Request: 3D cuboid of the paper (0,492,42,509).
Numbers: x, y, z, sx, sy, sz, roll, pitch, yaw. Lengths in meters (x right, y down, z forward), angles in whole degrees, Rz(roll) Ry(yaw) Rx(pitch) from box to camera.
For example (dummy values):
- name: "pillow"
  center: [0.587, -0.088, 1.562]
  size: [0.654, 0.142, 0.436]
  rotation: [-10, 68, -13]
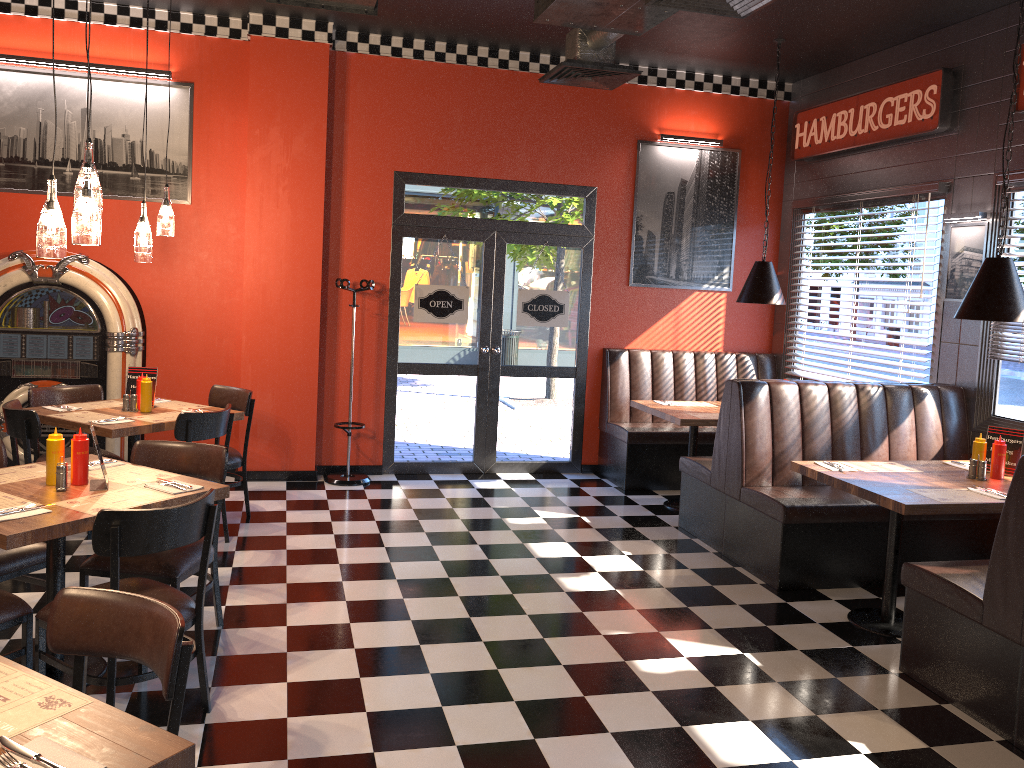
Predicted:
- name: "paper"
  center: [-2.003, 0.449, 3.346]
  size: [0.366, 0.001, 0.261]
  rotation: [7, 8, 32]

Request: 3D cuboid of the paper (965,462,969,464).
- name: "paper"
  center: [2.857, 0.481, 5.152]
  size: [0.365, 0.001, 0.262]
  rotation: [1, 7, -17]

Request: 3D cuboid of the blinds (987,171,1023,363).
- name: "blinds"
  center: [3.381, -0.640, 4.875]
  size: [0.100, 1.201, 1.877]
  rotation: [2, 6, -15]

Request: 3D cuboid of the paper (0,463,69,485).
- name: "paper"
  center: [-2.143, 0.388, 3.801]
  size: [0.261, 0.001, 0.366]
  rotation: [7, 8, 29]

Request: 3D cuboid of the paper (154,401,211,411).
- name: "paper"
  center: [-2.211, 0.143, 5.860]
  size: [0.366, 0.001, 0.261]
  rotation: [7, 8, 30]

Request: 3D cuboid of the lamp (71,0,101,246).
- name: "lamp"
  center: [-1.641, -1.526, 3.445]
  size: [0.108, 1.959, 0.109]
  rotation: [0, 5, -33]

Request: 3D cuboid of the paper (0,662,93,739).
- name: "paper"
  center: [-1.113, 0.668, 1.859]
  size: [0.366, 0.001, 0.261]
  rotation: [7, 8, 29]

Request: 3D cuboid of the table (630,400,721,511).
- name: "table"
  center: [1.898, 0.593, 7.098]
  size: [1.691, 0.771, 0.960]
  rotation: [1, 6, -15]

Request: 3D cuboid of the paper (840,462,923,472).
- name: "paper"
  center: [2.063, 0.464, 4.961]
  size: [0.365, 0.001, 0.262]
  rotation: [1, 7, -13]

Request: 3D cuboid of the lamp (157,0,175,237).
- name: "lamp"
  center: [-2.120, -1.902, 5.480]
  size: [0.108, 1.959, 0.109]
  rotation: [4, 4, 17]

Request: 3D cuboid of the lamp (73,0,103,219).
- name: "lamp"
  center: [-1.688, -1.654, 3.556]
  size: [0.108, 1.959, 0.108]
  rotation: [5, 5, 32]

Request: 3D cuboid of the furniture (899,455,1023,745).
- name: "furniture"
  center: [2.714, 0.811, 3.968]
  size: [1.708, 1.150, 0.709]
  rotation: [1, 5, -15]

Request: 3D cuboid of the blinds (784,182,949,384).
- name: "blinds"
  center: [2.777, -0.728, 7.202]
  size: [0.099, 1.629, 1.877]
  rotation: [2, 6, -15]

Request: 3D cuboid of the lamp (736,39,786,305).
- name: "lamp"
  center: [2.018, -1.650, 6.932]
  size: [0.383, 2.037, 0.382]
  rotation: [6, 5, 34]

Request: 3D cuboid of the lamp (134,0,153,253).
- name: "lamp"
  center: [-2.245, -1.790, 5.435]
  size: [0.108, 1.959, 0.108]
  rotation: [5, 5, 27]

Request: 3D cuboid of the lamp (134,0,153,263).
- name: "lamp"
  center: [-2.292, -1.747, 5.554]
  size: [0.108, 1.959, 0.109]
  rotation: [0, 5, -33]

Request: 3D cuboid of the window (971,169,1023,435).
- name: "window"
  center: [3.439, -0.407, 4.926]
  size: [0.127, 1.708, 2.036]
  rotation: [2, 6, -15]

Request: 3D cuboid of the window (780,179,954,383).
- name: "window"
  center: [2.847, -0.708, 7.232]
  size: [0.127, 1.708, 2.036]
  rotation: [2, 6, -15]

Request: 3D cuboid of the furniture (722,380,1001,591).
- name: "furniture"
  center: [2.297, 0.599, 5.593]
  size: [1.708, 1.150, 0.709]
  rotation: [1, 5, -15]

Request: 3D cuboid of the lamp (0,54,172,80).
- name: "lamp"
  center: [-3.342, -2.407, 6.696]
  size: [1.444, 0.056, 0.081]
  rotation: [1, 6, -15]

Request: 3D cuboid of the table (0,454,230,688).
- name: "table"
  center: [-1.883, 0.807, 3.652]
  size: [0.962, 0.771, 0.958]
  rotation: [6, 7, 30]

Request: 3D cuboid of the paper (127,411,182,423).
- name: "paper"
  center: [-2.113, 0.201, 5.406]
  size: [0.261, 0.001, 0.366]
  rotation: [7, 8, 29]

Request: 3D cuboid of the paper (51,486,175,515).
- name: "paper"
  center: [-1.559, 0.456, 3.478]
  size: [0.261, 0.001, 0.366]
  rotation: [7, 8, 29]

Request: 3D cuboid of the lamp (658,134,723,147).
- name: "lamp"
  center: [1.608, -2.194, 7.988]
  size: [0.610, 0.056, 0.081]
  rotation: [1, 6, -15]

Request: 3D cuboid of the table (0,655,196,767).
- name: "table"
  center: [-1.297, 1.078, 1.599]
  size: [0.962, 0.771, 0.958]
  rotation: [6, 7, 30]

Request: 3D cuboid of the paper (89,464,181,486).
- name: "paper"
  center: [-1.689, 0.399, 3.904]
  size: [0.366, 0.001, 0.261]
  rotation: [7, 8, 29]

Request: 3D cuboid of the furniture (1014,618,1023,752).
- name: "furniture"
  center: [2.889, 0.900, 3.287]
  size: [1.708, 1.150, 0.709]
  rotation: [1, 5, -15]

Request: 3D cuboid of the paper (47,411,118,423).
- name: "paper"
  center: [-2.542, 0.195, 5.279]
  size: [0.366, 0.001, 0.261]
  rotation: [7, 8, 30]

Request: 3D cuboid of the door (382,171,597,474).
- name: "door"
  center: [-0.178, -0.486, 7.710]
  size: [1.799, 2.564, 0.129]
  rotation: [2, 4, -15]

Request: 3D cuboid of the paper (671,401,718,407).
- name: "paper"
  center: [1.464, 0.163, 7.266]
  size: [0.365, 0.001, 0.262]
  rotation: [1, 7, -14]

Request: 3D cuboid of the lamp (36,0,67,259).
- name: "lamp"
  center: [-1.759, -1.468, 3.405]
  size: [0.108, 1.959, 0.109]
  rotation: [3, 4, -3]

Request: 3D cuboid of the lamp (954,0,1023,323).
- name: "lamp"
  center: [2.608, -1.350, 4.631]
  size: [0.382, 2.037, 0.383]
  rotation: [0, 5, -33]

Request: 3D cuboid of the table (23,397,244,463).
- name: "table"
  center: [-2.410, 0.552, 5.602]
  size: [0.962, 0.771, 0.958]
  rotation: [6, 7, 30]

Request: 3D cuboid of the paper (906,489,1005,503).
- name: "paper"
  center: [2.164, 0.544, 4.324]
  size: [0.365, 0.001, 0.262]
  rotation: [1, 7, -13]

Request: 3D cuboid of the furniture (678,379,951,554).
- name: "furniture"
  center: [2.123, 0.510, 6.275]
  size: [1.708, 1.150, 0.709]
  rotation: [1, 5, -15]

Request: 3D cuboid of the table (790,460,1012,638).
- name: "table"
  center: [2.492, 0.895, 4.782]
  size: [1.691, 0.771, 0.960]
  rotation: [1, 6, -15]

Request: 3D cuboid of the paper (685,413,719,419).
- name: "paper"
  center: [1.520, 0.240, 6.632]
  size: [0.365, 0.001, 0.262]
  rotation: [1, 7, -17]

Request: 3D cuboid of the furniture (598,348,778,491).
- name: "furniture"
  center: [1.706, 0.299, 7.899]
  size: [1.708, 1.150, 0.709]
  rotation: [1, 5, -15]

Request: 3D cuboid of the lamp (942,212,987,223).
- name: "lamp"
  center: [3.076, -1.129, 6.014]
  size: [0.081, 0.056, 0.336]
  rotation: [1, 7, -15]

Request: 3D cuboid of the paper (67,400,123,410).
- name: "paper"
  center: [-2.668, 0.136, 5.723]
  size: [0.261, 0.001, 0.366]
  rotation: [7, 8, 32]
